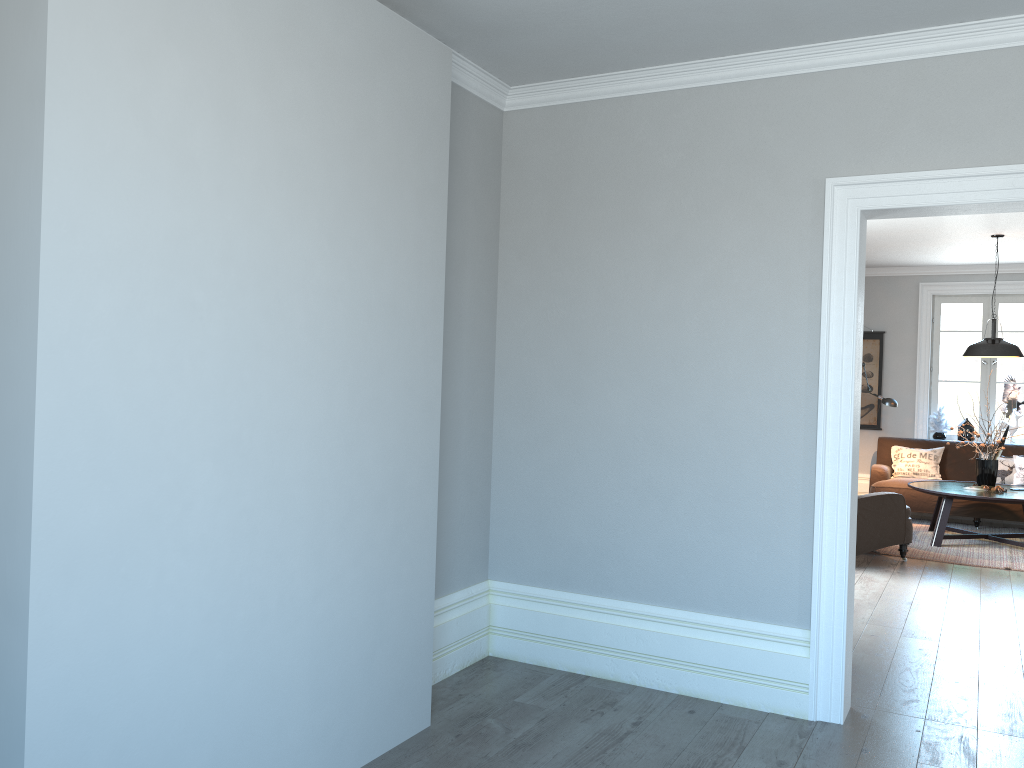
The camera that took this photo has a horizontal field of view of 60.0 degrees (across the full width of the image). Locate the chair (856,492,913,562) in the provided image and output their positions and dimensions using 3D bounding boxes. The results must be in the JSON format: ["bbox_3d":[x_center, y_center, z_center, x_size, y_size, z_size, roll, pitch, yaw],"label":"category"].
[{"bbox_3d":[2.645,0.982,7.142,0.970,0.795,0.807,2,0,-21],"label":"chair"}]

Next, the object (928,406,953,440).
[{"bbox_3d":[4.742,0.436,9.858,0.247,0.424,0.263,2,0,-26],"label":"object"}]

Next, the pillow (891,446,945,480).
[{"bbox_3d":[4.263,0.833,9.343,0.519,0.368,0.240,2,0,28],"label":"pillow"}]

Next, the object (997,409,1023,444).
[{"bbox_3d":[5.320,0.466,9.468,0.239,0.410,0.128,2,0,24],"label":"object"}]

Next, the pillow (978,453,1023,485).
[{"bbox_3d":[4.956,0.872,8.928,0.472,0.347,0.159,2,0,26],"label":"pillow"}]

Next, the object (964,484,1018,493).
[{"bbox_3d":[4.185,0.909,7.764,0.153,0.067,0.404,1,1,-44],"label":"object"}]

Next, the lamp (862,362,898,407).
[{"bbox_3d":[3.511,0.572,9.665,0.797,1.644,1.864,2,0,-24],"label":"lamp"}]

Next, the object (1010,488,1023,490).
[{"bbox_3d":[4.553,0.941,7.924,0.207,0.011,0.051,2,1,-12],"label":"object"}]

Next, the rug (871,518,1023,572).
[{"bbox_3d":[4.241,1.381,7.871,2.819,0.090,2.400,2,1,29],"label":"rug"}]

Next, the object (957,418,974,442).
[{"bbox_3d":[4.984,0.516,9.737,0.155,0.284,0.155,2,0,18],"label":"object"}]

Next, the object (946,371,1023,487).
[{"bbox_3d":[4.293,0.407,7.744,0.853,1.066,0.525,2,0,-1],"label":"object"}]

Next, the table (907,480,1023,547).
[{"bbox_3d":[4.205,1.185,7.853,1.300,0.503,1.300,2,0,21],"label":"table"}]

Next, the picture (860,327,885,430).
[{"bbox_3d":[3.922,-0.136,10.367,0.793,1.313,0.057,2,0,28],"label":"picture"}]

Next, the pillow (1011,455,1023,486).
[{"bbox_3d":[5.178,0.871,8.724,0.471,0.309,0.188,2,0,29],"label":"pillow"}]

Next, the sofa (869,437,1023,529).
[{"bbox_3d":[4.796,1.022,8.934,2.165,0.824,0.968,2,0,28],"label":"sofa"}]

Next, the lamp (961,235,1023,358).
[{"bbox_3d":[4.272,-0.775,7.845,0.504,1.076,0.504,2,0,-14],"label":"lamp"}]
